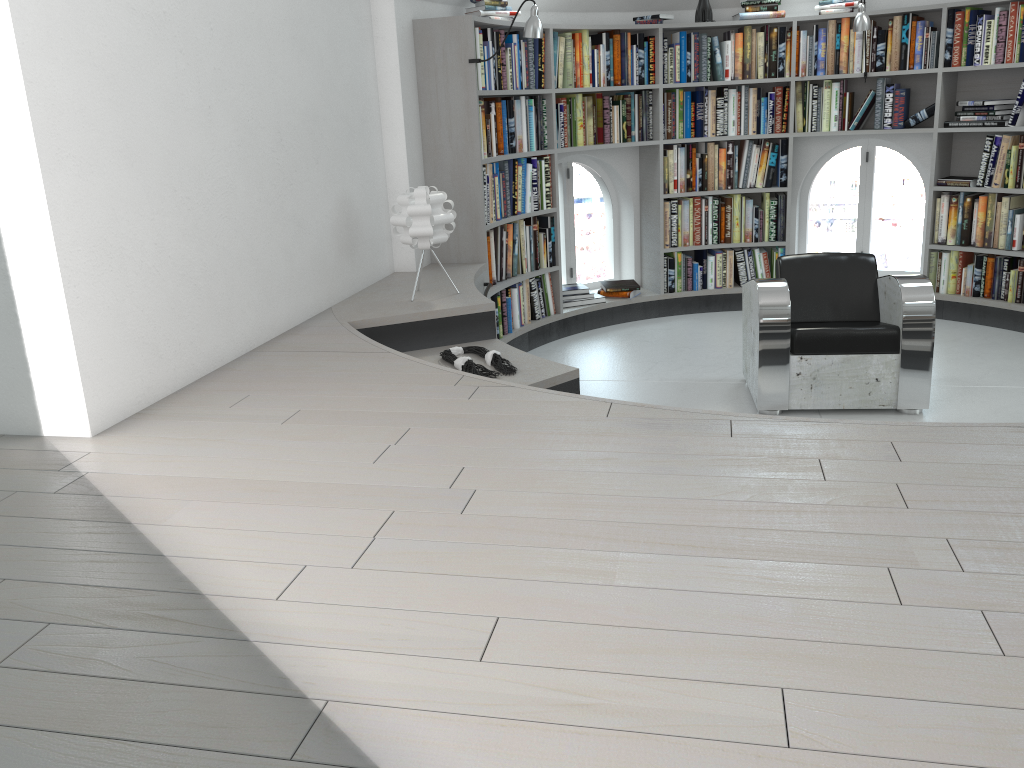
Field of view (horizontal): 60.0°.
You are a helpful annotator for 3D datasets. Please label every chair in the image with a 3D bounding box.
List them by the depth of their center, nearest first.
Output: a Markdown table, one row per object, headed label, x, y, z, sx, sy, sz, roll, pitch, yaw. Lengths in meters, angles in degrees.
| label | x | y | z | sx | sy | sz | roll | pitch | yaw |
| --- | --- | --- | --- | --- | --- | --- | --- | --- | --- |
| chair | 1.666 | -0.287 | 4.653 | 0.823 | 0.714 | 0.747 | -1 | 17 | 8 |

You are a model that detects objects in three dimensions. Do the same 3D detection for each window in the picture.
| label | x | y | z | sx | sy | sz | roll | pitch | yaw |
| --- | --- | --- | --- | --- | --- | --- | --- | --- | --- |
| window | 1.537 | -1.265 | 6.682 | 3.231 | 1.142 | 0.622 | -3 | 16 | -1 |

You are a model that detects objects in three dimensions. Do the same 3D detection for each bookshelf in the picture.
| label | x | y | z | sx | sy | sz | roll | pitch | yaw |
| --- | --- | --- | --- | --- | --- | --- | --- | --- | --- |
| bookshelf | 1.833 | -1.400 | 5.654 | 4.333 | 1.866 | 2.125 | 1 | 17 | 13 |

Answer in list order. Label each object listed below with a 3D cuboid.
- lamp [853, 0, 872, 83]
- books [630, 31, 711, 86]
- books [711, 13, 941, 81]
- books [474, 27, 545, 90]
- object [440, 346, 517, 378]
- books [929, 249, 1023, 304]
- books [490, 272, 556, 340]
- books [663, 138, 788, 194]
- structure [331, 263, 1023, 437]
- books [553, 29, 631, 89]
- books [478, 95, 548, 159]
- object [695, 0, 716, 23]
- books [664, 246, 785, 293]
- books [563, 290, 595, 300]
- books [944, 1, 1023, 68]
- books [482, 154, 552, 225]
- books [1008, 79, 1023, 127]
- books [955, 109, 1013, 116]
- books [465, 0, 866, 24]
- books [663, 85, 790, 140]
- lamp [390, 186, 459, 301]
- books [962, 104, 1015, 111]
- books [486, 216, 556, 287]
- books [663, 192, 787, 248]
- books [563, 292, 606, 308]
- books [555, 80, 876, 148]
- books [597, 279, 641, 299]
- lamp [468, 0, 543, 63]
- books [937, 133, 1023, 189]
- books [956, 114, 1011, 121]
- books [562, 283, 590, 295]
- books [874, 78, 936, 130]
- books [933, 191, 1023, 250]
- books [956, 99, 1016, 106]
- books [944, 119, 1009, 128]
| label | x | y | z | sx | sy | sz | roll | pitch | yaw |
| --- | --- | --- | --- | --- | --- | --- | --- | --- | --- |
| lamp | 2.301 | -2.277 | 5.841 | 0.113 | 0.562 | 0.360 | 3 | 17 | 19 |
| books | 1.081 | -2.297 | 6.271 | 0.682 | 0.343 | 0.267 | -6 | 17 | -10 |
| books | 2.148 | -2.328 | 6.149 | 1.566 | 0.364 | 0.397 | 3 | 18 | 18 |
| books | -0.128 | -1.956 | 5.362 | 0.301 | 0.358 | 1.039 | 6 | 19 | 28 |
| object | -0.148 | -0.093 | 3.733 | 0.218 | 0.081 | 0.476 | -10 | 19 | -23 |
| books | 3.329 | -0.651 | 5.625 | 0.360 | 0.309 | 1.506 | -11 | 19 | -23 |
| books | -0.029 | -0.532 | 5.817 | 0.283 | 0.317 | 0.924 | 7 | 20 | 30 |
| books | 1.532 | -1.600 | 6.488 | 0.997 | 0.349 | 0.300 | -4 | 16 | -3 |
| structure | 1.576 | -0.251 | 4.570 | 4.723 | 0.688 | 4.733 | -13 | 20 | -30 |
| books | 0.462 | -2.191 | 6.001 | 0.795 | 0.370 | 0.270 | -14 | 20 | -32 |
| books | -0.111 | -1.593 | 5.488 | 0.303 | 0.345 | 1.095 | 6 | 19 | 27 |
| object | 1.350 | -2.650 | 6.178 | 0.147 | 0.263 | 0.203 | 0 | 17 | 10 |
| books | 1.567 | -0.884 | 6.688 | 1.019 | 0.304 | 0.290 | -4 | 17 | -2 |
| books | 0.435 | -0.662 | 6.484 | 0.269 | 0.031 | 0.288 | -6 | 18 | -10 |
| books | 3.152 | -2.167 | 5.457 | 0.307 | 0.364 | 0.974 | -14 | 20 | -32 |
| books | -0.067 | -1.222 | 5.548 | 0.261 | 0.356 | 1.026 | 6 | 19 | 29 |
| books | 3.333 | -1.743 | 5.359 | 0.256 | 0.348 | 0.556 | -12 | 19 | -29 |
| books | 3.101 | -1.768 | 5.774 | 0.270 | 0.031 | 0.287 | -12 | 19 | -25 |
| books | 1.001 | -2.505 | 5.917 | 2.817 | 0.172 | 0.753 | -8 | 18 | -16 |
| books | 1.511 | -1.974 | 6.426 | 1.028 | 0.356 | 0.303 | -3 | 16 | -1 |
| lamp | -0.417 | -0.686 | 4.282 | 0.305 | 0.521 | 0.308 | -3 | 16 | 2 |
| books | 3.099 | -1.798 | 5.765 | 0.214 | 0.036 | 0.228 | -12 | 19 | -25 |
| books | -0.154 | -0.618 | 5.472 | 0.391 | 0.690 | 1.653 | 4 | 18 | 22 |
| books | 1.566 | -1.233 | 6.595 | 1.031 | 0.355 | 0.295 | -4 | 16 | -2 |
| books | 0.437 | -0.629 | 6.493 | 0.366 | 0.042 | 0.390 | -9 | 18 | -19 |
| books | 1.318 | -1.900 | 6.242 | 2.529 | 0.368 | 0.595 | -5 | 17 | -6 |
| books | 0.800 | -0.701 | 6.574 | 0.318 | 0.099 | 0.294 | 1 | 18 | 14 |
| lamp | -0.034 | -1.933 | 4.860 | 0.414 | 0.309 | 0.117 | 0 | 16 | 10 |
| books | 3.219 | -1.416 | 5.604 | 0.252 | 0.349 | 0.978 | -14 | 20 | -33 |
| books | 3.103 | -1.739 | 5.782 | 0.270 | 0.031 | 0.287 | -18 | 23 | -39 |
| books | 0.434 | -0.692 | 6.475 | 0.213 | 0.036 | 0.228 | -6 | 18 | -10 |
| books | 2.701 | -1.912 | 6.027 | 0.399 | 0.338 | 0.225 | 8 | 19 | 32 |
| books | 3.199 | -1.073 | 5.781 | 0.273 | 0.348 | 0.876 | -14 | 20 | -33 |
| books | 3.098 | -1.828 | 5.757 | 0.269 | 0.031 | 0.288 | -5 | 17 | -6 |
| books | 3.104 | -1.707 | 5.791 | 0.367 | 0.042 | 0.389 | -16 | 21 | -35 |
